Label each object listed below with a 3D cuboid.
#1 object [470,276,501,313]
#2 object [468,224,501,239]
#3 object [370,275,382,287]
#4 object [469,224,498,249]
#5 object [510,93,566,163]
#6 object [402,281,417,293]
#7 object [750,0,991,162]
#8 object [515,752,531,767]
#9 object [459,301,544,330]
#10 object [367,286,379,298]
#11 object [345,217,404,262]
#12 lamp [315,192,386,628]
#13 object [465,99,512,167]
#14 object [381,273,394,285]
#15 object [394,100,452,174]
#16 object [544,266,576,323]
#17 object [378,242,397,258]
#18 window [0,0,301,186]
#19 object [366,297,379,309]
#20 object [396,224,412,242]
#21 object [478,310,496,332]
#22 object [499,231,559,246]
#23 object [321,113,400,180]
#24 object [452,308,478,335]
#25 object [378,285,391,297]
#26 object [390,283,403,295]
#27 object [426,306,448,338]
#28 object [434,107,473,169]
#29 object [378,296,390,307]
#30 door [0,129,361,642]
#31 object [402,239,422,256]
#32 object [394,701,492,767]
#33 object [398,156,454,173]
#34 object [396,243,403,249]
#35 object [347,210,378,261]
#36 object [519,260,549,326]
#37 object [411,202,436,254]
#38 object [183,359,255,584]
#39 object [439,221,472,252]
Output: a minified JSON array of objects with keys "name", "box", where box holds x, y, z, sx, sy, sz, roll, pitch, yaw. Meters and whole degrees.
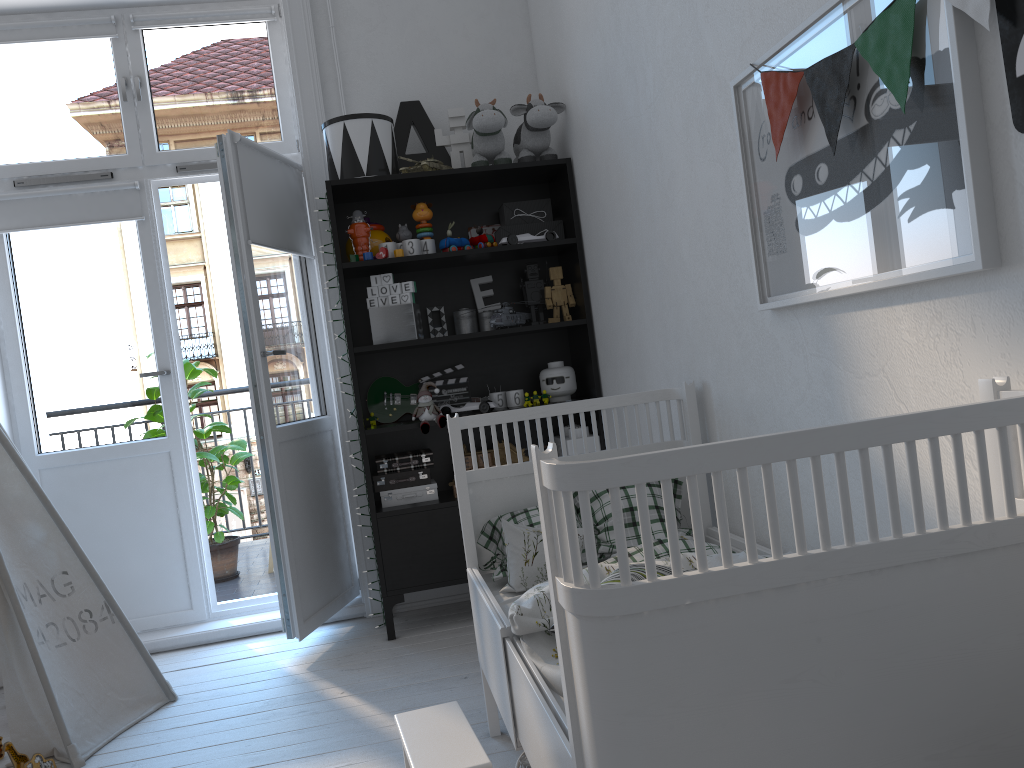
[{"name":"object","box":[-0.107,-0.361,3.582,0.107,0.151,0.055,-8,2,-9]},{"name":"object","box":[0.001,-0.592,3.609,0.347,0.132,0.037,-8,2,-9]},{"name":"object","box":[-0.502,-0.382,3.291,0.040,0.040,0.040,-8,1,-4]},{"name":"object","box":[-0.117,-0.567,3.431,0.087,0.112,0.122,-9,2,-39]},{"name":"object","box":[0.056,-0.952,3.408,0.211,0.253,0.386,-8,2,-26]},{"name":"object","box":[-0.380,-0.357,3.281,0.040,0.040,0.040,-7,1,16]},{"name":"object","box":[0.566,-0.597,1.386,0.058,0.415,0.904,-8,1,-10]},{"name":"object","box":[0.119,0.816,1.774,0.215,0.148,0.240,-8,1,-2]},{"name":"object","box":[-0.017,-0.263,3.436,0.367,0.106,0.349,-8,1,-8]},{"name":"object","box":[-0.514,-0.339,3.294,0.040,0.040,0.040,-7,1,1]},{"name":"object","box":[-0.533,-0.547,3.367,0.197,0.197,0.318,-8,1,-13]},{"name":"lamp","box":[-0.179,0.043,3.494,0.985,1.684,0.095,-8,2,-12]},{"name":"object","box":[-0.092,-0.932,3.379,0.154,0.253,0.370,-8,1,-1]},{"name":"object","box":[-0.461,-0.387,3.287,0.040,0.040,0.040,-7,1,1]},{"name":"object","box":[-0.383,-0.947,3.529,0.343,0.344,0.057,-8,2,-9]},{"name":"object","box":[0.183,-0.347,3.457,0.114,0.221,0.052,-8,2,-10]},{"name":"object","box":[-0.461,-0.490,3.308,0.067,0.067,0.067,-8,1,-8]},{"name":"window","box":[-1.521,-1.179,3.560,1.262,0.660,0.101,-8,2,-9]},{"name":"object","box":[-0.514,-0.299,3.296,0.040,0.040,0.040,-7,1,6]},{"name":"object","box":[-0.417,-0.546,3.464,0.063,0.160,0.063,-8,2,-31]},{"name":"object","box":[-0.073,-0.250,3.460,0.078,0.091,0.246,-8,1,-15]},{"name":"object","box":[0.062,-0.551,3.371,0.230,0.048,0.098,-8,1,-19]},{"name":"object","box":[-0.552,-0.880,3.426,0.272,0.259,0.394,-7,1,19]},{"name":"object","box":[-0.184,-0.245,3.526,0.095,0.110,0.095,-8,1,-5]},{"name":"object","box":[-0.469,-0.345,3.290,0.040,0.040,0.040,-7,1,11]},{"name":"object","box":[-0.424,-0.351,3.285,0.040,0.040,0.040,-7,2,21]},{"name":"object","box":[-0.298,-0.242,3.542,0.070,0.135,0.028,-8,2,-10]},{"name":"object","box":[-0.205,-0.943,3.528,0.190,0.291,0.065,-8,2,-4]},{"name":"object","box":[-0.475,-0.304,3.300,0.040,0.040,0.040,-8,1,-4]},{"name":"door","box":[-1.326,0.060,3.351,1.263,1.839,0.636,-8,2,-7]},{"name":"object","box":[-0.373,-0.502,3.307,0.067,0.067,0.067,-8,1,-8]},{"name":"object","box":[-0.178,0.807,1.695,0.288,0.246,0.332,-8,1,-14]},{"name":"object","box":[-0.335,-0.826,3.352,0.121,0.100,0.338,-7,1,26]},{"name":"object","box":[-0.415,-0.497,3.360,0.067,0.067,0.067,-9,2,-35]},{"name":"object","box":[-0.555,-0.547,3.292,0.105,0.203,0.072,-8,2,-2]},{"name":"object","box":[0.096,-0.356,3.506,0.117,0.259,0.081,-8,2,-9]},{"name":"object","box":[-0.331,-0.582,3.353,0.077,0.213,0.077,-7,2,24]},{"name":"object","box":[-1.660,0.416,4.617,0.720,1.225,0.489,-7,2,1]},{"name":"object","box":[-0.218,-0.553,3.372,0.121,0.126,0.087,-8,2,-32]}]
